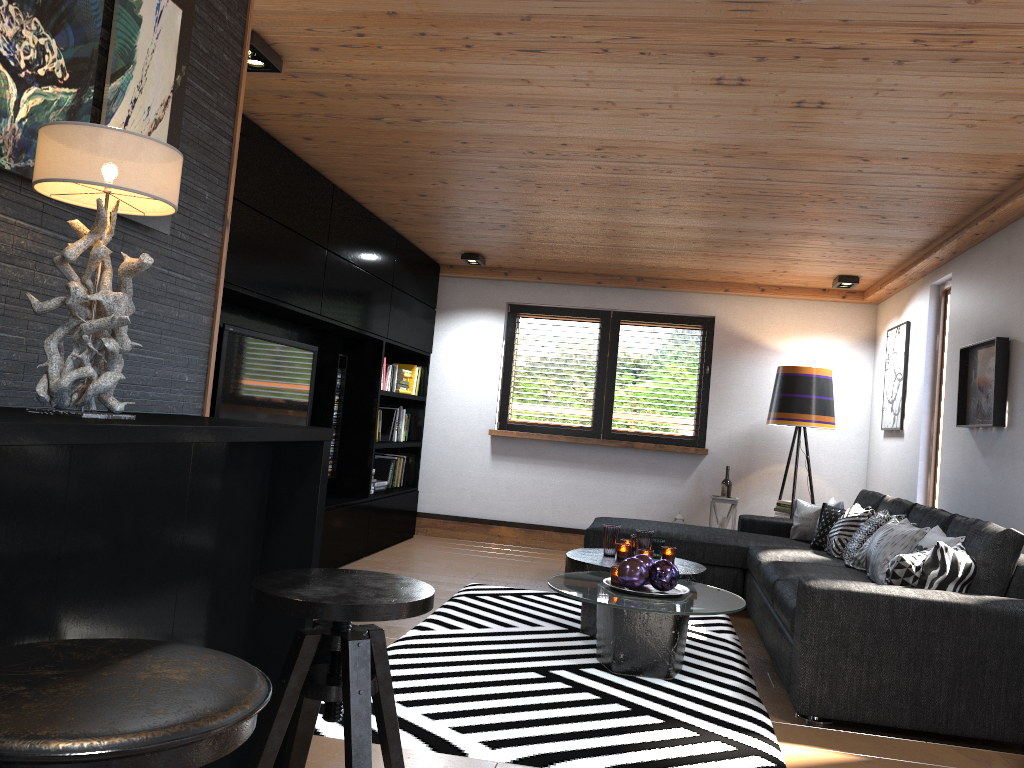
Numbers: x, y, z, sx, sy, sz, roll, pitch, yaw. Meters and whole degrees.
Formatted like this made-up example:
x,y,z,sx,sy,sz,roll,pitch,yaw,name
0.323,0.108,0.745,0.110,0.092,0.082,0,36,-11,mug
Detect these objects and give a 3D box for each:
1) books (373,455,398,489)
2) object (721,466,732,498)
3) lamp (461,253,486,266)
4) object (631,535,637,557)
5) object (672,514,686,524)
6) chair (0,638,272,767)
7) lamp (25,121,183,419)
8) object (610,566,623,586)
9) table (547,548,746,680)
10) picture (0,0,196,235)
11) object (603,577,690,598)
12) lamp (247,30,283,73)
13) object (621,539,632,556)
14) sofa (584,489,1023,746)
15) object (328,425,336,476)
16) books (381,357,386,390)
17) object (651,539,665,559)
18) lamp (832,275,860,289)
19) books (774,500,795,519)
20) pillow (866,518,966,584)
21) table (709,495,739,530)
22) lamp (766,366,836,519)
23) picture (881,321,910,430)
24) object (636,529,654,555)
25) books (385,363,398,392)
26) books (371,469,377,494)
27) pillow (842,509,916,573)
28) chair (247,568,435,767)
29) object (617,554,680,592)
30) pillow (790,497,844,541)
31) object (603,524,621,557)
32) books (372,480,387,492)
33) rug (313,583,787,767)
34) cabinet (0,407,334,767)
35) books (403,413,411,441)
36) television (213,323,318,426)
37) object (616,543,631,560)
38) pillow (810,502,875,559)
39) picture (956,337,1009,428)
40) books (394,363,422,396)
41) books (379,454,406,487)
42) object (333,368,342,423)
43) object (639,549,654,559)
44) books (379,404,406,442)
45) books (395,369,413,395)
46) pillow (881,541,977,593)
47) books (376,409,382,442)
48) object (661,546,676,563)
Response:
x,y,z,sx,sy,sz,roll,pitch,yaw,name
-1.076,0.730,7.366,0.206,0.256,0.245,5,-3,8,books
1.752,0.811,7.235,0.088,0.286,0.087,7,-4,-28,object
-0.313,-1.024,7.249,0.155,0.068,0.262,5,-3,10,lamp
0.699,0.891,4.829,0.114,0.122,0.113,6,-3,-15,object
1.370,1.273,7.315,0.252,0.462,0.252,5,-3,9,object
-0.559,0.721,1.088,0.439,0.717,0.443,4,-3,13,chair
-0.775,-0.196,1.657,0.246,0.516,0.248,4,-3,13,lamp
0.491,0.885,4.086,0.078,0.081,0.080,4,-3,24,object
0.649,1.112,4.335,0.893,0.372,1.528,5,-3,10,table
-0.903,-0.690,1.751,0.010,0.594,0.928,5,-3,10,picture
0.610,0.926,4.037,0.391,0.022,0.398,4,-3,28,object
-0.982,-1.251,3.316,0.155,0.068,0.262,5,-3,10,lamp
0.642,0.910,4.936,0.078,0.081,0.080,4,-3,24,object
1.377,0.992,4.955,2.081,0.819,3.098,5,-3,9,sofa
-1.301,0.448,6.054,0.125,0.379,0.125,5,-3,9,object
-1.076,-0.097,6.622,0.207,0.270,0.241,5,-3,9,books
0.797,0.915,4.909,0.093,0.099,0.091,8,-4,-44,object
2.564,-0.787,6.811,0.155,0.068,0.262,5,-3,10,lamp
2.198,0.998,6.910,0.221,0.159,0.253,6,-3,-24,books
1.906,0.827,4.219,0.283,0.329,0.727,5,-3,-1,pillow
1.705,1.224,7.217,0.226,0.609,0.225,5,-3,9,table
2.767,0.777,7.052,1.637,1.700,0.520,6,-3,-13,lamp
2.851,-0.046,6.602,0.020,0.782,0.564,5,-3,10,picture
0.702,0.863,4.713,0.095,0.168,0.094,6,-3,-20,object
-1.058,-0.055,7.096,0.181,0.233,0.285,4,-3,13,books
-1.180,0.726,6.657,0.257,0.188,0.304,4,-3,16,books
2.001,0.878,4.861,0.274,0.356,0.729,5,-3,10,pillow
-0.369,0.765,1.774,0.391,0.722,0.394,5,-3,9,chair
0.607,0.861,4.055,0.285,0.143,0.263,5,-3,-7,object
2.084,0.932,5.998,0.218,0.347,0.564,6,-3,-10,pillow
0.537,0.853,4.821,0.095,0.168,0.094,6,-3,-20,object
-1.133,0.802,7.006,0.208,0.073,0.267,4,-3,13,books
0.297,1.269,4.195,1.656,0.020,2.908,5,-2,9,rug
-0.857,0.555,1.518,0.428,1.011,1.630,5,-3,10,cabinet
-0.996,0.364,7.571,0.188,0.238,0.290,5,-3,8,books
-1.441,0.121,5.203,0.050,0.814,1.256,5,-3,10,television
0.595,0.897,4.737,0.078,0.081,0.080,4,-3,24,object
2.073,0.914,5.490,0.310,0.364,0.668,5,-3,5,pillow
2.496,0.004,4.717,0.066,0.451,0.560,5,-3,10,picture
-0.909,-0.035,7.629,0.212,0.261,0.211,5,-3,9,books
-1.041,0.739,7.572,0.212,0.261,0.252,5,-3,9,books
-1.268,0.071,6.076,0.125,0.380,0.125,5,-3,9,object
0.691,0.899,4.581,0.078,0.081,0.080,4,-3,24,object
-1.035,0.316,7.250,0.221,0.296,0.346,5,-3,10,books
-0.979,-0.022,7.373,0.259,0.197,0.297,5,-3,12,books
1.754,0.814,3.706,0.541,0.346,0.297,7,-3,-30,pillow
-1.123,0.302,6.820,0.209,0.270,0.237,5,-3,9,books
0.842,0.920,4.772,0.078,0.081,0.080,4,-3,24,object
